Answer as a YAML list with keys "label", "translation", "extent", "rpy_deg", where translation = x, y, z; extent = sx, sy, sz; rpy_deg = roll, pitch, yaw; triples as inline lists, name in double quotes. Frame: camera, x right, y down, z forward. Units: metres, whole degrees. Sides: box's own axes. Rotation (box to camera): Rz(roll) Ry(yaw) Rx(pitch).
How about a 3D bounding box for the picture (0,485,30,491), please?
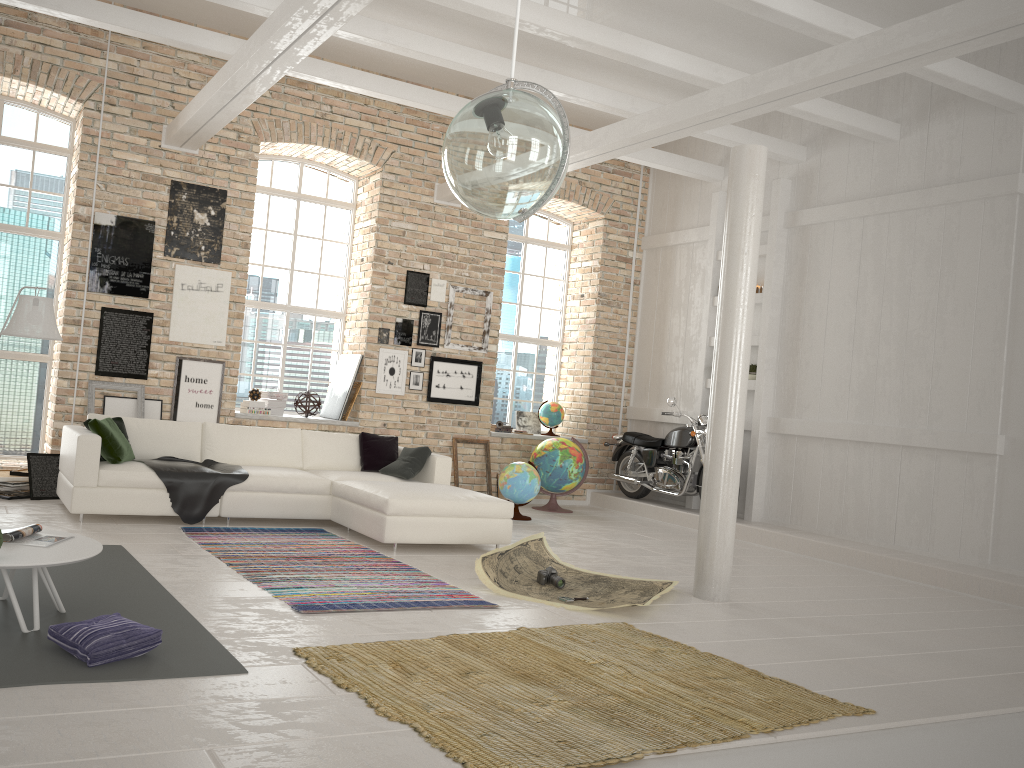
- label: "picture"
  translation: [-4.415, 0.891, 8.061]
  extent: [0.624, 0.048, 0.736]
  rpy_deg: [4, -2, 29]

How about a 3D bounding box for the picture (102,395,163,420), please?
- label: "picture"
  translation: [-3.780, 0.420, 8.869]
  extent: [0.544, 0.568, 0.155]
  rpy_deg: [6, -1, -28]

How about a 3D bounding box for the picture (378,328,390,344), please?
- label: "picture"
  translation: [-1.458, -0.545, 10.128]
  extent: [0.128, 0.178, 0.009]
  rpy_deg: [6, -1, -22]

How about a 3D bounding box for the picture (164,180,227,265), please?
- label: "picture"
  translation: [-3.255, -1.657, 9.176]
  extent: [0.556, 0.783, 0.039]
  rpy_deg: [6, -1, -28]

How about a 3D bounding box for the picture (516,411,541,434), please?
- label: "picture"
  translation: [0.218, 0.515, 11.814]
  extent: [0.371, 0.292, 0.071]
  rpy_deg: [6, -1, -28]

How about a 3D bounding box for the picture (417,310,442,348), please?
- label: "picture"
  translation: [-0.958, -0.640, 10.377]
  extent: [0.276, 0.409, 0.011]
  rpy_deg: [6, -1, -28]

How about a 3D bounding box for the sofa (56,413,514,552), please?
- label: "sofa"
  translation: [-1.927, 0.819, 7.420]
  extent: [3.099, 0.841, 2.295]
  rpy_deg: [6, -2, -29]

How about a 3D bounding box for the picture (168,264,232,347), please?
- label: "picture"
  translation: [-3.214, -0.805, 9.200]
  extent: [0.558, 0.784, 0.039]
  rpy_deg: [6, -1, -28]

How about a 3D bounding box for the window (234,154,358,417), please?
- label: "window"
  translation: [0.586, -0.967, 5.290]
  extent: [1.350, 2.988, 12.098]
  rpy_deg: [6, -1, -32]

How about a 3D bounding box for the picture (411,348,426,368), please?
- label: "picture"
  translation: [-1.085, -0.302, 10.331]
  extent: [0.166, 0.213, 0.012]
  rpy_deg: [6, -1, -28]

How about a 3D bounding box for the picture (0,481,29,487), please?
- label: "picture"
  translation: [-4.437, 0.849, 8.054]
  extent: [0.614, 0.048, 0.750]
  rpy_deg: [5, -1, 17]

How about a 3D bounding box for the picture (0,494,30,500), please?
- label: "picture"
  translation: [-4.437, 0.963, 8.035]
  extent: [0.616, 0.048, 0.748]
  rpy_deg: [5, -1, 20]

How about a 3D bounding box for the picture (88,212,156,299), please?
- label: "picture"
  translation: [-3.872, -1.273, 8.851]
  extent: [0.558, 0.785, 0.039]
  rpy_deg: [6, -1, -28]

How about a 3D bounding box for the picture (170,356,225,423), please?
- label: "picture"
  translation: [-3.249, 0.115, 9.212]
  extent: [0.490, 0.756, 0.013]
  rpy_deg: [6, -1, -28]

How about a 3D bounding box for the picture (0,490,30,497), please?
- label: "picture"
  translation: [-4.459, 0.925, 8.062]
  extent: [0.599, 0.048, 0.769]
  rpy_deg: [5, -1, 5]

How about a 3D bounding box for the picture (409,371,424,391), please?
- label: "picture"
  translation: [-1.109, -0.035, 10.327]
  extent: [0.166, 0.213, 0.012]
  rpy_deg: [6, -1, -28]

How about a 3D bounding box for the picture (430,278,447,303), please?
- label: "picture"
  translation: [-0.860, -1.093, 10.423]
  extent: [0.183, 0.259, 0.013]
  rpy_deg: [6, -1, -28]

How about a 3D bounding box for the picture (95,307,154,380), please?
- label: "picture"
  translation: [-3.868, -0.401, 8.896]
  extent: [0.483, 0.680, 0.068]
  rpy_deg: [6, -1, -28]

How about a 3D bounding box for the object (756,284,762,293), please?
- label: "object"
  translation: [2.746, -1.060, 9.989]
  extent: [0.103, 0.120, 0.110]
  rpy_deg: [5, -1, -12]

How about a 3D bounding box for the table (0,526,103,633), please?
- label: "table"
  translation: [-2.369, 0.903, 4.091]
  extent: [0.882, 0.342, 0.940]
  rpy_deg: [6, -1, -16]

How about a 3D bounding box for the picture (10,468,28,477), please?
- label: "picture"
  translation: [-4.336, 0.801, 8.103]
  extent: [0.289, 0.048, 0.387]
  rpy_deg: [5, -1, -3]

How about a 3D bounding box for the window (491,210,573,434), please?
- label: "window"
  translation: [3.248, -0.688, 6.685]
  extent: [1.350, 2.988, 12.098]
  rpy_deg: [6, -1, -32]

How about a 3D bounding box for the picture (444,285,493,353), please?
- label: "picture"
  translation: [-0.516, -0.765, 10.603]
  extent: [0.571, 0.749, 0.027]
  rpy_deg: [6, -1, -27]

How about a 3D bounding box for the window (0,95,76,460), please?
- label: "window"
  translation: [-2.131, -0.916, 3.875]
  extent: [1.349, 3.654, 12.098]
  rpy_deg: [6, -1, -32]

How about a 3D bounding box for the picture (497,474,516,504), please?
- label: "picture"
  translation: [-0.066, 1.277, 10.880]
  extent: [0.253, 0.351, 0.101]
  rpy_deg: [6, -1, -28]

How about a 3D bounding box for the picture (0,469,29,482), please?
- label: "picture"
  translation: [-4.417, 0.813, 8.030]
  extent: [0.627, 0.048, 0.731]
  rpy_deg: [4, -2, 37]

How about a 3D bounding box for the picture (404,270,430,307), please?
- label: "picture"
  translation: [-1.098, -1.098, 10.295]
  extent: [0.280, 0.394, 0.019]
  rpy_deg: [6, -1, -28]

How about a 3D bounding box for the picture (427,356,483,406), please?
- label: "picture"
  translation: [-0.677, -0.031, 10.543]
  extent: [0.675, 0.535, 0.033]
  rpy_deg: [6, -1, -27]

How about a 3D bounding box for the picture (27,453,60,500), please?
- label: "picture"
  translation: [-4.100, 0.818, 7.854]
  extent: [0.205, 0.404, 0.308]
  rpy_deg: [4, -1, 38]

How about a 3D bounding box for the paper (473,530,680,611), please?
- label: "paper"
  translation: [0.499, 1.252, 6.015]
  extent: [1.120, 0.265, 1.388]
  rpy_deg: [5, -1, 24]

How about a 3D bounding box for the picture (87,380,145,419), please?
- label: "picture"
  translation: [-3.877, 0.279, 8.734]
  extent: [0.514, 0.582, 0.299]
  rpy_deg: [6, -1, -29]

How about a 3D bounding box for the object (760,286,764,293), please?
- label: "object"
  translation: [2.808, -1.041, 9.886]
  extent: [0.111, 0.088, 0.103]
  rpy_deg: [5, -1, 11]

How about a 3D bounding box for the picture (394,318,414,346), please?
- label: "picture"
  translation: [-1.242, -0.595, 10.238]
  extent: [0.217, 0.306, 0.015]
  rpy_deg: [6, -1, -28]

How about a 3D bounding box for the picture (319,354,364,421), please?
- label: "picture"
  translation: [-1.960, 0.032, 10.248]
  extent: [0.231, 0.763, 0.622]
  rpy_deg: [6, -1, -31]

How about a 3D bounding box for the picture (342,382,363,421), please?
- label: "picture"
  translation: [-1.861, 0.197, 10.119]
  extent: [0.163, 0.460, 0.383]
  rpy_deg: [6, -1, -32]

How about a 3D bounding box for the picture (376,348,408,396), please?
- label: "picture"
  translation: [-1.369, -0.138, 10.183]
  extent: [0.346, 0.514, 0.014]
  rpy_deg: [6, -1, -28]

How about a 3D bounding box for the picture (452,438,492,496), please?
- label: "picture"
  translation: [-0.467, 1.031, 10.570]
  extent: [0.478, 0.748, 0.235]
  rpy_deg: [6, -1, -28]
